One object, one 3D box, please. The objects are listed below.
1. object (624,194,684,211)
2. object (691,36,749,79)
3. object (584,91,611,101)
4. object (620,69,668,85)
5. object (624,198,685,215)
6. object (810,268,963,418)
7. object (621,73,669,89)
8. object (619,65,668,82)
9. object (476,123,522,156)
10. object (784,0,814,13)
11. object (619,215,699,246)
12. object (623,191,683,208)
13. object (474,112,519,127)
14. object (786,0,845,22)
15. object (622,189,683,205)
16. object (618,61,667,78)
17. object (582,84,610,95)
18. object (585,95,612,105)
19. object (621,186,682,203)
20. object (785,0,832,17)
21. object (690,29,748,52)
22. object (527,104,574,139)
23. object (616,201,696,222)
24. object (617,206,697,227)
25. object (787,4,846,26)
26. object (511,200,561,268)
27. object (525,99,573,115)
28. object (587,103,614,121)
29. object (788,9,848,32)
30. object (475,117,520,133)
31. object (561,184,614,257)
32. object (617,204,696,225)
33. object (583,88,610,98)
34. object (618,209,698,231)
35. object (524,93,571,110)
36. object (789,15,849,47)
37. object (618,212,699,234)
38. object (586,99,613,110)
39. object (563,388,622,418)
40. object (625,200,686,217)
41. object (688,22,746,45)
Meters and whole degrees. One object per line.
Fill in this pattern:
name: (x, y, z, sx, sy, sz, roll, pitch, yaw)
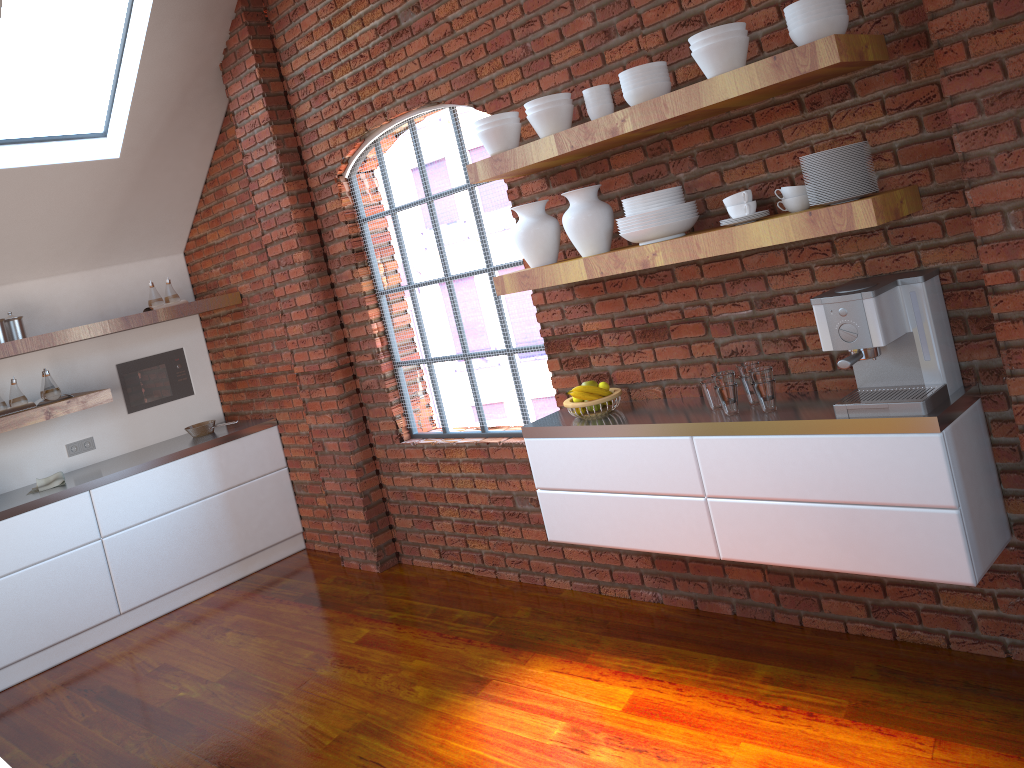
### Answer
object: (0.496, -0.605, 3.049, 0.211, 0.055, 0.218, -7, 10, 38)
object: (0.658, -1.000, 2.735, 0.179, 0.103, 0.184, -11, 7, 17)
object: (0.313, -1.007, 3.158, 0.099, 0.061, 0.099, -14, 7, -4)
object: (0.455, -1.015, 2.986, 0.164, 0.060, 0.169, -7, 10, 40)
object: (0.499, -0.594, 3.050, 0.211, 0.055, 0.218, -7, 10, 38)
object: (1.089, -0.122, 2.584, 0.386, 0.368, 0.268, -18, 6, -43)
object: (0.458, -1.002, 2.986, 0.164, 0.060, 0.169, -7, 10, 40)
object: (0.452, -1.026, 2.985, 0.164, 0.060, 0.169, -7, 10, 40)
object: (-0.039, -0.939, 3.414, 0.181, 0.103, 0.182, -14, 7, -7)
object: (0.871, -1.068, 2.525, 0.166, 0.060, 0.167, -14, 8, -4)
object: (0.515, -0.525, 3.051, 0.279, 0.055, 0.287, -9, 9, 29)
object: (0.494, -0.615, 3.049, 0.211, 0.055, 0.218, -7, 10, 38)
object: (-0.049, -0.982, 3.413, 0.181, 0.103, 0.182, -14, 7, -7)
object: (0.876, -1.044, 2.526, 0.166, 0.060, 0.167, -14, 8, -4)
object: (0.492, -0.624, 3.049, 0.211, 0.055, 0.218, -7, 10, 38)
object: (0.449, -1.039, 2.985, 0.164, 0.060, 0.169, -7, 10, 40)
object: (0.308, -1.031, 3.157, 0.099, 0.061, 0.099, -14, 7, -4)
object: (0.317, -0.994, 3.158, 0.099, 0.061, 0.099, -14, 7, -4)
object: (0.490, -0.634, 3.048, 0.211, 0.055, 0.218, -7, 10, 38)
object: (0.874, -1.055, 2.525, 0.166, 0.060, 0.167, -14, 8, -4)
object: (0.653, -1.021, 2.734, 0.179, 0.103, 0.184, -11, 7, 17)
object: (0.153, -0.961, 3.264, 0.181, 0.103, 0.182, -14, 7, -7)
object: (0.504, -0.575, 3.050, 0.279, 0.055, 0.287, -9, 9, 29)
object: (0.508, -0.557, 3.051, 0.279, 0.055, 0.287, -9, 9, 29)
object: (0.880, -1.031, 2.526, 0.166, 0.060, 0.167, -14, 8, -4)
object: (0.099, -0.590, 3.479, 0.193, 0.248, 0.193, -14, 4, -4)
object: (0.148, -0.982, 3.263, 0.181, 0.103, 0.182, -14, 7, -7)
object: (0.323, -0.965, 3.159, 0.099, 0.061, 0.099, -14, 7, -4)
object: (0.883, -1.018, 2.526, 0.166, 0.060, 0.167, -14, 8, -4)
object: (-0.044, -0.960, 3.413, 0.181, 0.103, 0.182, -14, 7, -7)
object: (0.287, -0.604, 3.283, 0.191, 0.248, 0.195, -12, 4, 18)
object: (0.506, -0.565, 3.050, 0.279, 0.055, 0.287, -9, 9, 29)
object: (0.311, -1.018, 3.157, 0.099, 0.061, 0.099, -14, 7, -4)
object: (0.510, -0.547, 3.051, 0.279, 0.055, 0.287, -9, 9, 29)
object: (0.143, -1.004, 3.262, 0.181, 0.103, 0.182, -14, 7, -7)
object: (0.886, -1.002, 2.527, 0.166, 0.060, 0.167, -14, 8, -4)
object: (0.513, -0.535, 3.051, 0.279, 0.055, 0.287, -9, 9, 29)
object: (0.320, -0.981, 3.158, 0.099, 0.061, 0.099, -14, 7, -4)
object: (0.323, 0.081, 3.455, 0.235, 0.071, 0.238, -13, 8, 4)
object: (0.501, -0.584, 3.050, 0.211, 0.055, 0.218, -7, 10, 38)
object: (0.648, -1.043, 2.734, 0.179, 0.103, 0.184, -11, 7, 17)
